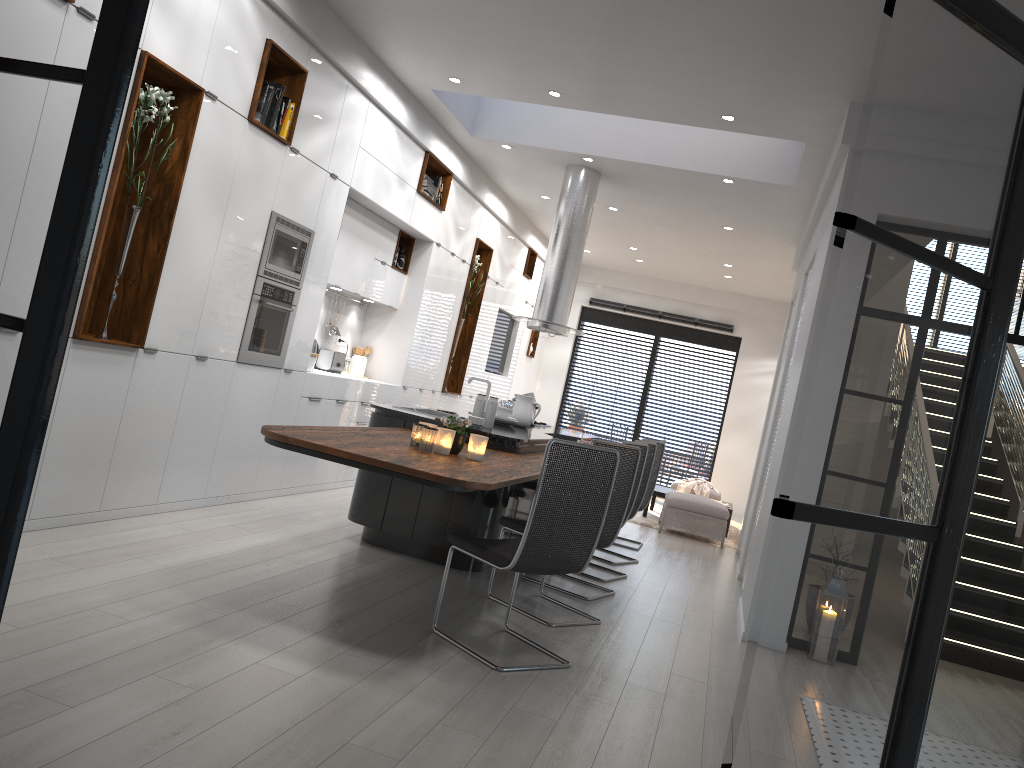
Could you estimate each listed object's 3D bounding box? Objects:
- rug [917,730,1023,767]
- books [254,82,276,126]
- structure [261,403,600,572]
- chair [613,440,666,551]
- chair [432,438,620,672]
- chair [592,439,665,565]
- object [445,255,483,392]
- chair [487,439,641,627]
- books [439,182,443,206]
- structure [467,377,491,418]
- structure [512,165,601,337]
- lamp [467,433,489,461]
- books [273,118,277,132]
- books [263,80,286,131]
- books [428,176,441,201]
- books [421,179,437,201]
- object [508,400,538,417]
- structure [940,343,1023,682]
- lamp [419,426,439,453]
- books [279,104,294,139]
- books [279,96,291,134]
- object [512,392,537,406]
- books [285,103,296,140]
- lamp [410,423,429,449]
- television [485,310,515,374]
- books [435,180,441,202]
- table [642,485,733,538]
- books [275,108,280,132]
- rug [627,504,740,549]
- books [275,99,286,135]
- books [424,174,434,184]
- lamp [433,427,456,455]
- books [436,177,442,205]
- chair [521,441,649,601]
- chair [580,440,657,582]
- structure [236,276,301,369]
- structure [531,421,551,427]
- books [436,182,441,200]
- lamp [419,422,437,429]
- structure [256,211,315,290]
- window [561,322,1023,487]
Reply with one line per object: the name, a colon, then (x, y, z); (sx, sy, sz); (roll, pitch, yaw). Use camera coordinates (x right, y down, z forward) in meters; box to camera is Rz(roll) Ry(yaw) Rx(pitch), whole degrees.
rug: (2.334, 1.746, 3.397); (2.279, 0.020, 1.582); (13, 0, 14)
books: (-1.598, -1.731, 5.465); (0.236, 0.278, 0.106); (12, -1, 14)
structure: (-0.184, 0.743, 6.318); (1.379, 0.887, 5.630); (13, 0, 14)
chair: (1.043, 0.955, 8.236); (0.537, 1.019, 0.470); (12, -1, 14)
chair: (0.052, 0.725, 4.114); (0.469, 1.019, 0.538); (14, -2, -41)
chair: (0.827, 0.905, 7.300); (0.538, 1.019, 0.469); (12, -2, 34)
object: (-0.596, -0.711, 10.095); (0.323, 1.616, 0.322); (11, -2, 40)
chair: (0.283, 0.779, 5.021); (0.538, 1.019, 0.469); (12, -2, 44)
books: (-0.770, -1.845, 8.612); (0.211, 0.267, 0.025); (12, -2, 14)
structure: (-0.255, 0.113, 6.135); (0.177, 0.310, 0.089); (12, -1, 14)
structure: (0.509, -1.258, 8.473); (0.696, 1.609, 1.041); (12, -1, 13)
lamp: (-0.176, 0.319, 4.440); (0.095, 0.124, 0.096); (14, -1, -43)
books: (-1.570, -1.723, 5.577); (0.231, 0.296, 0.030); (12, -2, 14)
books: (-1.568, -1.747, 5.538); (0.269, 0.321, 0.047); (12, -2, 14)
books: (-0.802, -1.848, 8.453); (0.197, 0.269, 0.025); (12, -2, 14)
books: (-0.877, -1.818, 8.249); (0.279, 0.137, 0.345); (13, 0, 9)
object: (0.105, 0.256, 8.430); (0.252, 0.147, 0.266); (13, -1, -33)
structure: (4.731, 0.463, 7.833); (2.397, 3.604, 5.791); (12, -1, 14)
lamp: (-0.406, 0.270, 4.279); (0.078, 0.120, 0.078); (13, -1, -3)
books: (-1.516, -1.693, 5.703); (0.185, 0.245, 0.033); (12, -2, 14)
books: (-1.550, -1.728, 5.681); (0.239, 0.288, 0.030); (12, -2, 14)
object: (0.116, 0.170, 8.431); (0.255, 0.212, 0.250); (13, -1, -40)
books: (-1.521, -1.704, 5.734); (0.212, 0.264, 0.024); (12, -2, 14)
lamp: (-0.459, 0.258, 4.360); (0.078, 0.120, 0.078); (13, -1, -3)
television: (-0.207, -0.555, 11.867); (0.050, 0.806, 1.185); (12, -1, 14)
books: (-0.797, -1.846, 8.478); (0.194, 0.273, 0.025); (12, -2, 14)
table: (2.175, 1.557, 10.905); (1.001, 0.350, 0.998); (13, 0, 14)
books: (-1.580, -1.725, 5.632); (0.231, 0.296, 0.030); (12, -2, 14)
rug: (2.018, 1.689, 10.991); (1.625, 0.020, 2.515); (13, 0, 14)
books: (-1.552, -1.701, 5.652); (0.191, 0.254, 0.025); (12, -2, 14)
books: (-0.881, -1.914, 8.236); (0.251, 0.047, 0.306); (13, 0, 10)
lamp: (-0.336, 0.283, 4.364); (0.095, 0.124, 0.095); (13, -1, 7)
books: (-0.792, -1.854, 8.537); (0.253, 0.312, 0.030); (12, -2, 14)
chair: (0.468, 0.822, 5.815); (0.538, 1.019, 0.469); (12, -1, 29)
chair: (0.638, 0.861, 6.511); (0.538, 1.019, 0.469); (12, -1, 29)
structure: (-1.825, -0.445, 6.043); (0.496, 0.571, 0.594); (12, -1, 14)
structure: (0.061, 0.334, 8.434); (0.502, 0.026, 0.810); (13, 0, 14)
books: (-0.807, -1.855, 8.509); (0.217, 0.272, 0.030); (12, -2, 14)
lamp: (-0.435, 0.261, 4.463); (0.096, 0.124, 0.095); (12, -1, 31)
structure: (-1.732, -0.937, 6.061); (0.459, 0.430, 0.594); (13, -1, 14)
window: (5.328, -0.242, 13.852); (8.576, 5.064, 0.461); (13, -2, 13)
